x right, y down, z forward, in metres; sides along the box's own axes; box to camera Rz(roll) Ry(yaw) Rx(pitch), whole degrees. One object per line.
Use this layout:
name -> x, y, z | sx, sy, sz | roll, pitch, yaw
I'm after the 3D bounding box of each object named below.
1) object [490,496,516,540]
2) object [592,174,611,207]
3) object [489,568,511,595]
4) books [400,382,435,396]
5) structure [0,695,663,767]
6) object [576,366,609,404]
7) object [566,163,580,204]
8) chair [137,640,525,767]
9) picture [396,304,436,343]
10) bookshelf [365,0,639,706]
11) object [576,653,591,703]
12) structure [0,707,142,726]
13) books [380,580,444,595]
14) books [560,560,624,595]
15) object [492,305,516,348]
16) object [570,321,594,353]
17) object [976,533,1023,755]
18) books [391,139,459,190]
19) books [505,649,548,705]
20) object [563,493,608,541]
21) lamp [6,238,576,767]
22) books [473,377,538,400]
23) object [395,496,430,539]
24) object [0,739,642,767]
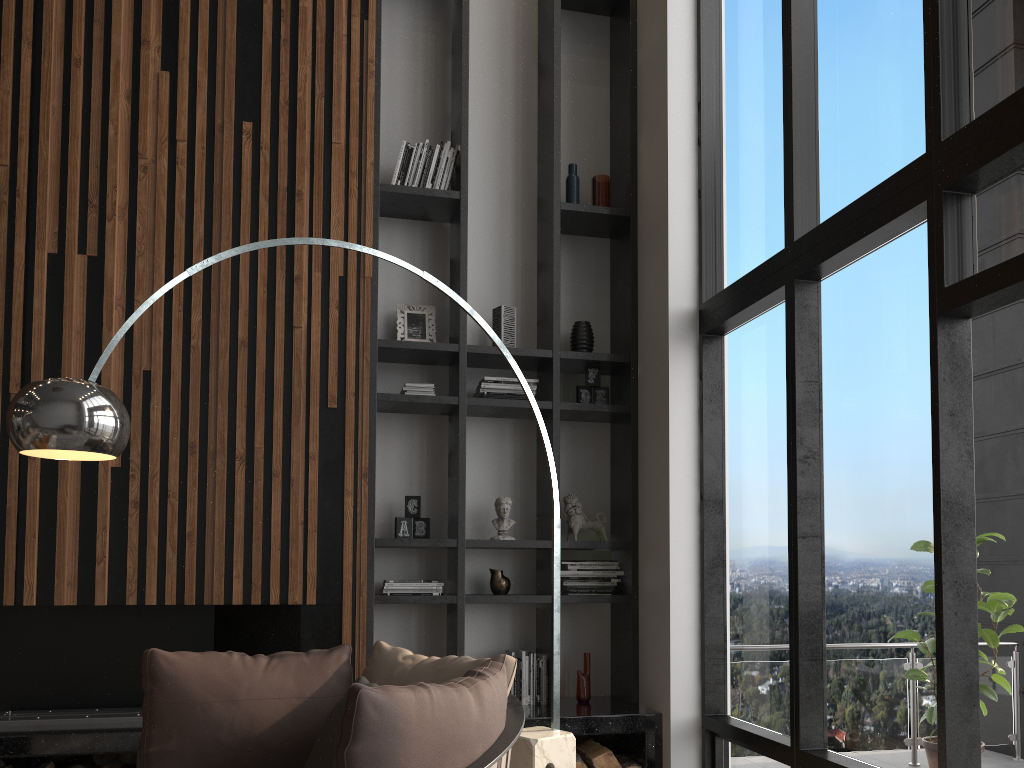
object -> -0.051, 0.733, 4.754 | 0.138, 0.241, 0.138 | -2, -6, 27
object -> 0.506, -1.057, 4.975 | 0.102, 0.227, 0.103 | 3, -5, -28
object -> -0.065, 1.075, 4.760 | 0.100, 0.141, 0.104 | -3, -7, 24
books -> -0.513, 0.055, 4.687 | 0.175, 0.071, 0.333 | 3, -12, -13
structure -> -2.496, 1.777, 3.969 | 6.530, 0.453, 0.679 | 3, -10, -13
object -> 0.447, 0.018, 4.863 | 0.188, 0.230, 0.060 | 2, -4, -10
object -> 0.342, -1.093, 4.933 | 0.078, 0.290, 0.079 | -1, -4, 23
chair -> -0.690, 1.297, 2.717 | 1.444, 0.886, 1.509 | -2, -10, 13
picture -> -0.521, -0.305, 4.758 | 0.216, 0.268, 0.115 | 2, -5, -12
bookshelf -> -0.053, -0.904, 4.845 | 1.460, 5.249, 0.341 | 1, -3, -13
object -> 0.390, 1.602, 4.776 | 0.082, 0.263, 0.082 | 0, -4, 8
structure -> -2.087, 1.591, 4.143 | 0.710, 0.101, 0.305 | 3, -12, -13
books -> -0.527, 1.072, 4.607 | 0.322, 0.077, 0.223 | 3, -11, -13
books -> 0.406, 1.072, 4.849 | 0.373, 0.188, 0.222 | 3, -9, -13
object -> -0.043, -0.287, 4.812 | 0.104, 0.256, 0.105 | 3, -5, -33
object -> 0.395, -0.237, 4.942 | 0.141, 0.215, 0.142 | 3, -6, -22
object -> 2.497, 1.485, 4.839 | 0.779, 1.450, 0.531 | 5, -6, -43
books -> -0.483, -1.143, 4.734 | 0.367, 0.296, 0.188 | 2, -6, -13
books -> 0.013, 1.580, 4.724 | 0.333, 0.284, 0.177 | 2, -6, -13
object -> 0.410, 0.750, 4.903 | 0.252, 0.277, 0.132 | 3, -5, -21
lamp -> -0.588, 0.645, 3.008 | 2.045, 2.305, 0.322 | 6, -6, -37
books -> -0.036, 0.051, 4.790 | 0.322, 0.126, 0.223 | 3, -10, -13
object -> -0.529, 0.713, 4.656 | 0.188, 0.232, 0.060 | 2, -4, -15
object -> -1.298, 1.868, 4.067 | 4.037, 0.386, 0.443 | 3, -9, -12
